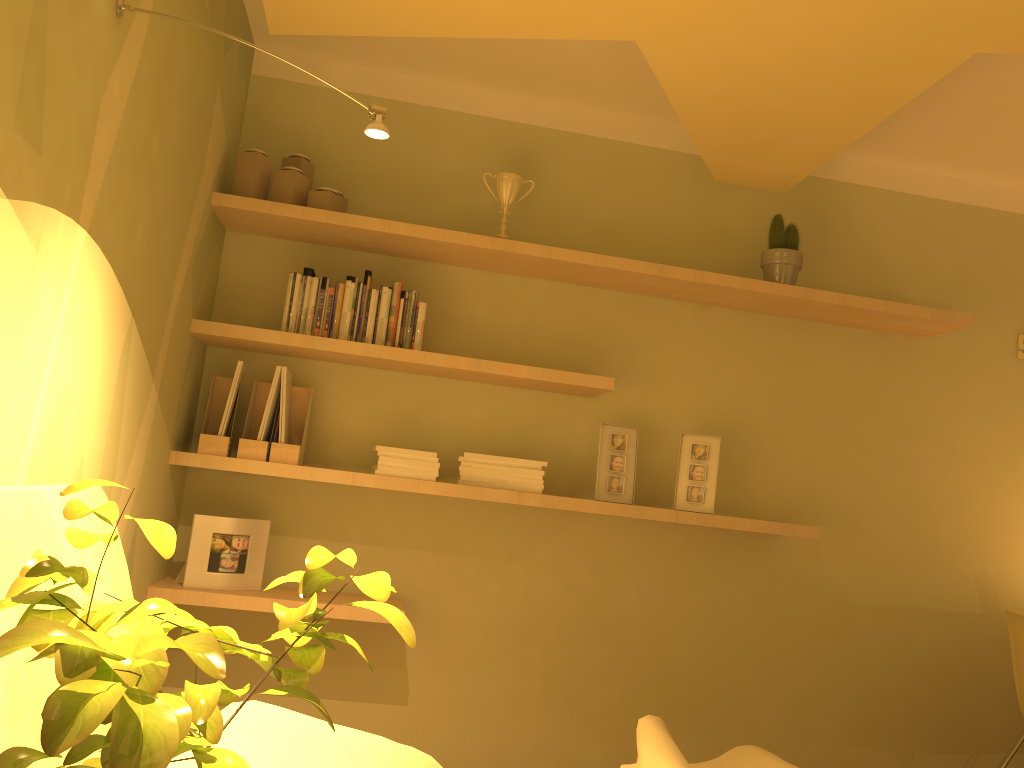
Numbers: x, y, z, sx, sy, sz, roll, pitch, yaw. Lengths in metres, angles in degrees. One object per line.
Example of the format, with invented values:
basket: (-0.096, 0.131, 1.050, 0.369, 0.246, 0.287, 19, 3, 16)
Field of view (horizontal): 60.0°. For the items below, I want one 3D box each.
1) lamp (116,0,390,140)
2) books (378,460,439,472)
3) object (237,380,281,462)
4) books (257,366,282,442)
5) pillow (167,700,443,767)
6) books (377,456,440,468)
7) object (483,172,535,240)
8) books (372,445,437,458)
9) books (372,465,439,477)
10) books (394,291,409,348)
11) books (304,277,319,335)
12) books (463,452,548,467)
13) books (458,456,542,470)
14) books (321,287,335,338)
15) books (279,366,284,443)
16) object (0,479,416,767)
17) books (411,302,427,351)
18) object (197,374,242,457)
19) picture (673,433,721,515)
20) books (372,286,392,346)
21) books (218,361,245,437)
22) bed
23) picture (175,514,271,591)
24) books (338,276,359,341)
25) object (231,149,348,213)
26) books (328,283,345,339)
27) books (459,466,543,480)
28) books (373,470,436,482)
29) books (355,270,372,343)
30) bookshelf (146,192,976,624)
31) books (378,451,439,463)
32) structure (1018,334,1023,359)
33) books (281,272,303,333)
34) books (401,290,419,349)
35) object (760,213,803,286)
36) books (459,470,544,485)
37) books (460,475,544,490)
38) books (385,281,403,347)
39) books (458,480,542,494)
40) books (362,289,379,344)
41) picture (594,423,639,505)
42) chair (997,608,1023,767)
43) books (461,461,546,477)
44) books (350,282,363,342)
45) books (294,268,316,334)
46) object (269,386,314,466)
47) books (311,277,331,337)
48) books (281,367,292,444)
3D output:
lamp: (-0.490, -0.608, 1.707, 0.533, 0.178, 0.050, 8, -7, -9)
books: (-0.343, 0.270, 2.897, 0.190, 0.015, 0.270, 8, -7, -8)
object: (-0.798, 0.115, 2.826, 0.087, 0.259, 0.236, 8, -7, -9)
books: (-0.773, 0.098, 2.830, 0.048, 0.297, 0.214, 8, -7, -9)
pillow: (-0.337, 0.639, 1.302, 0.482, 0.213, 0.801, 7, -7, 1)
books: (-0.341, 0.255, 2.893, 0.190, 0.015, 0.270, 8, -7, -9)
object: (-0.024, -0.584, 3.043, 0.160, 0.268, 0.095, 12, -9, -38)
books: (-0.354, 0.222, 2.887, 0.190, 0.015, 0.270, 8, -7, -11)
books: (-0.353, 0.284, 2.891, 0.190, 0.015, 0.270, 8, -7, -12)
books: (-0.368, -0.196, 2.930, 0.022, 0.198, 0.157, 8, -7, -9)
books: (-0.649, -0.235, 2.887, 0.022, 0.198, 0.157, 8, -7, -9)
books: (-0.026, 0.253, 2.945, 0.270, 0.015, 0.190, 7, -7, -3)
books: (-0.036, 0.268, 2.954, 0.270, 0.015, 0.190, 7, -7, 2)
books: (-0.598, -0.215, 2.894, 0.021, 0.172, 0.157, 8, -7, -9)
books: (-0.729, 0.104, 2.835, 0.036, 0.296, 0.210, 8, -7, -9)
object: (-0.230, 0.544, 0.501, 0.372, 0.944, 0.828, 9, -7, -15)
books: (-0.311, -0.173, 2.927, 0.032, 0.163, 0.178, 8, -7, -9)
object: (-0.922, 0.098, 2.807, 0.087, 0.259, 0.236, 8, -7, -14)
picture: (0.646, 0.312, 3.063, 0.134, 0.264, 0.171, 5, -7, 18)
books: (-0.430, -0.207, 2.921, 0.040, 0.203, 0.157, 8, -7, -9)
books: (-0.897, 0.081, 2.813, 0.048, 0.297, 0.214, 8, -7, -14)
bed: (0.345, 0.746, 1.394, 2.378, 0.894, 1.286, 8, -7, -9)
picture: (-0.892, 0.522, 2.760, 0.247, 0.219, 0.131, 11, -8, -31)
books: (-0.535, -0.229, 2.901, 0.038, 0.217, 0.166, 8, -7, -9)
object: (-0.715, -0.661, 2.913, 0.349, 0.229, 0.234, 8, -7, -8)
books: (-0.572, -0.221, 2.905, 0.032, 0.193, 0.146, 8, -7, -9)
books: (-0.034, 0.296, 2.933, 0.270, 0.015, 0.190, 7, -7, 2)
books: (-0.354, 0.298, 2.889, 0.190, 0.015, 0.270, 8, -7, -9)
books: (-0.488, -0.238, 2.915, 0.021, 0.247, 0.157, 8, -7, -9)
bookshelf: (0.258, 0.209, 2.998, 2.605, 1.240, 0.300, 8, -7, -9)
books: (-0.342, 0.241, 2.902, 0.190, 0.015, 0.270, 8, -7, -7)
structure: (2.157, -0.123, 3.485, 0.360, 0.432, 0.027, 8, -7, -9)
books: (-0.711, -0.246, 2.878, 0.040, 0.203, 0.157, 8, -7, -9)
books: (-0.342, -0.195, 2.935, 0.032, 0.203, 0.157, 8, -7, -9)
object: (0.961, -0.469, 3.153, 0.145, 0.294, 0.145, 10, -8, -27)
books: (-0.030, 0.311, 2.929, 0.270, 0.015, 0.190, 6, -7, 3)
books: (-0.035, 0.327, 2.936, 0.270, 0.015, 0.190, 7, -7, -1)
books: (-0.394, -0.214, 2.937, 0.032, 0.229, 0.138, 8, -7, -9)
books: (-0.036, 0.341, 2.934, 0.270, 0.015, 0.190, 7, -7, 2)
books: (-0.465, -0.204, 2.907, 0.032, 0.184, 0.173, 8, -7, -9)
picture: (0.343, 0.276, 3.058, 0.134, 0.264, 0.171, 8, -7, -9)
chair: (1.761, 1.130, 2.751, 0.546, 0.785, 0.531, 5, -7, 11)
books: (-0.024, 0.282, 2.935, 0.270, 0.015, 0.190, 6, -7, 4)
books: (-0.510, -0.218, 2.910, 0.017, 0.203, 0.155, 8, -7, -9)
books: (-0.676, -0.253, 2.894, 0.032, 0.229, 0.138, 8, -7, -9)
object: (-0.704, 0.128, 2.841, 0.087, 0.259, 0.236, 8, -7, -9)
books: (-0.622, -0.234, 2.892, 0.032, 0.203, 0.157, 8, -7, -9)
books: (-0.721, 0.105, 2.840, 0.043, 0.296, 0.210, 8, -7, -9)
